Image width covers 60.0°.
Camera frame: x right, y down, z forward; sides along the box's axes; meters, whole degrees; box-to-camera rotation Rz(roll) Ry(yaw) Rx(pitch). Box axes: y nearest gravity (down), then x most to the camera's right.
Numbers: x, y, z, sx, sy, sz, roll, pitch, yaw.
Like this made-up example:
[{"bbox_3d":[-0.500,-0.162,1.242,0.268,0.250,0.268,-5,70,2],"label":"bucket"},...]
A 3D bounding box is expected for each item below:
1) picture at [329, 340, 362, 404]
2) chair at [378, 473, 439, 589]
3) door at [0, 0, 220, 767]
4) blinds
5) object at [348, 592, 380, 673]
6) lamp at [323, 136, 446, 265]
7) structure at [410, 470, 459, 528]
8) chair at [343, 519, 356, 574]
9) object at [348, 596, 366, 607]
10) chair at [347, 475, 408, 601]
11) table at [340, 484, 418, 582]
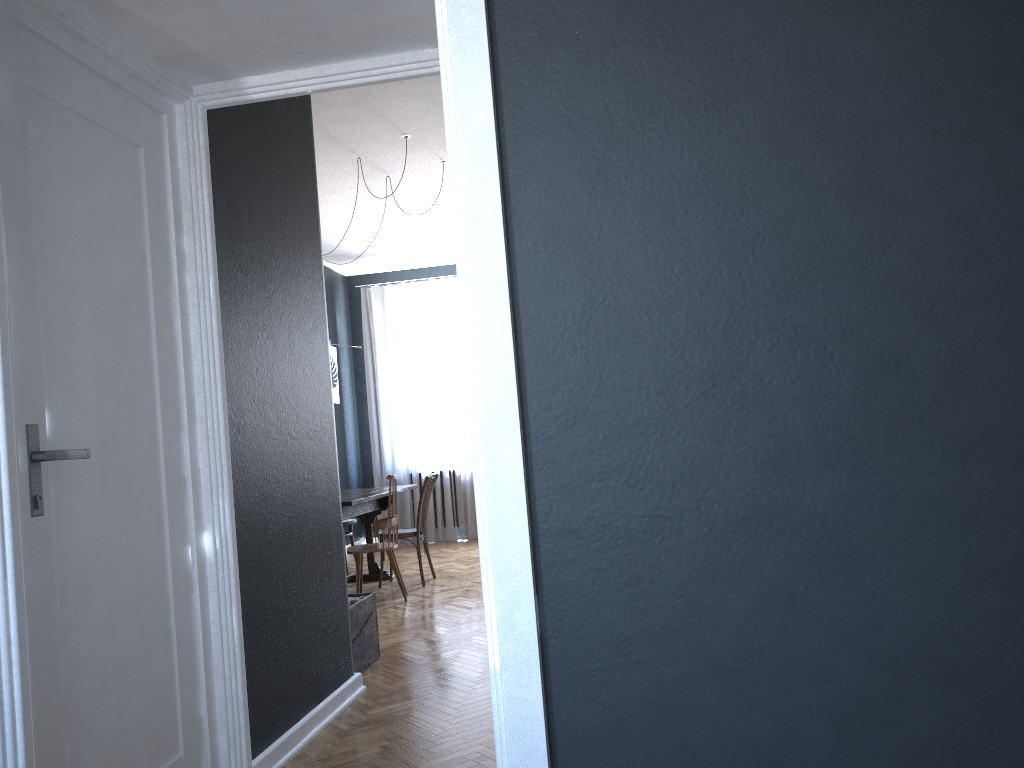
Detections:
[{"bbox_3d":[-1.969,-0.135,7.488,0.058,0.770,4.459,-5,-3,9],"label":"picture"},{"bbox_3d":[-0.786,1.105,6.741,0.467,0.819,0.363,-5,-3,8],"label":"chair"},{"bbox_3d":[-1.072,0.187,2.317,0.162,2.185,0.857,-5,-3,9],"label":"door"},{"bbox_3d":[0.407,0.155,9.246,3.993,2.787,0.312,-5,-2,9],"label":"blinds"},{"bbox_3d":[-0.906,1.217,4.224,0.383,0.326,0.553,-5,-3,9],"label":"object"},{"bbox_3d":[-1.019,-0.713,6.298,1.592,1.573,0.583,-7,-3,40],"label":"lamp"},{"bbox_3d":[-0.187,1.171,9.374,1.847,0.600,0.216,-5,-3,9],"label":"structure"},{"bbox_3d":[-1.605,1.170,7.566,0.549,0.920,0.438,-5,-3,6],"label":"chair"},{"bbox_3d":[-0.916,1.141,4.228,0.370,0.246,0.533,-5,-3,9],"label":"object"},{"bbox_3d":[-0.943,1.068,6.104,0.383,0.856,0.456,-4,-3,-6],"label":"chair"},{"bbox_3d":[-1.416,1.191,6.494,1.126,0.727,1.605,-5,-3,9],"label":"table"}]
